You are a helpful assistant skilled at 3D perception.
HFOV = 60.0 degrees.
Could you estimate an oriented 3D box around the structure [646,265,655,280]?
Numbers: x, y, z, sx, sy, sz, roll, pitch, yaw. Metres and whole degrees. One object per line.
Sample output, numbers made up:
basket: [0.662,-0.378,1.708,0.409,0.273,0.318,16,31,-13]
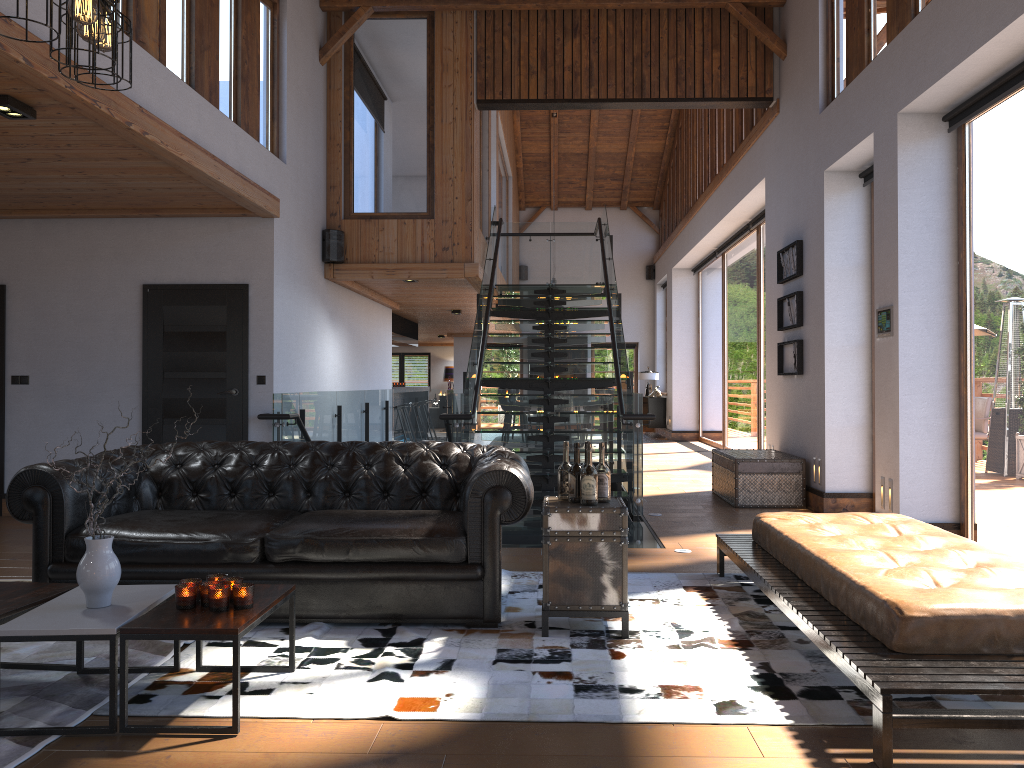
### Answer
structure: [3.355,-2.699,21.481,0.213,0.349,0.214,0,-1,2]

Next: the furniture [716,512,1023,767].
furniture: [1.767,0.953,4.042,1.174,0.437,2.761,0,0,3]

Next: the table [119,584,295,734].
table: [-1.095,0.990,3.279,0.400,0.350,0.651,0,0,2]

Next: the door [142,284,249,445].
door: [-2.797,0.145,7.843,0.940,2.056,0.144,0,-1,1]

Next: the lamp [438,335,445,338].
lamp: [-1.784,-1.204,22.397,0.155,0.068,0.261,0,0,2]

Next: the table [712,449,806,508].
table: [2.464,0.935,8.965,0.683,0.470,1.255,0,0,2]

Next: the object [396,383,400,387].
object: [-2.336,0.013,18.113,0.080,0.081,0.078,0,0,-43]

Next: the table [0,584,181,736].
table: [-1.534,0.989,3.265,0.401,0.350,0.649,0,0,-3]

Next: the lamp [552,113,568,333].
lamp: [0.861,-3.213,18.152,0.629,4.685,0.614,1,-1,-43]

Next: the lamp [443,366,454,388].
lamp: [-1.289,0.320,26.730,1.641,1.699,0.519,0,-1,-20]

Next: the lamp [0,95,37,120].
lamp: [-2.708,-1.495,4.772,0.155,0.068,0.261,0,0,2]

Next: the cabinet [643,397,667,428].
cabinet: [3.193,0.627,20.143,0.402,0.655,1.868,0,0,3]

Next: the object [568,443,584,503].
object: [0.312,0.424,4.263,0.088,0.286,0.087,0,-1,-20]

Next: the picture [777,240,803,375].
picture: [2.820,-0.746,9.003,0.059,1.312,0.774,0,-1,3]

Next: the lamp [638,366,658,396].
lamp: [3.183,-0.063,20.687,0.468,0.726,0.472,0,-1,11]

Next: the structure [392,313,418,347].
structure: [-2.344,-0.997,16.439,0.710,0.476,3.253,0,0,3]

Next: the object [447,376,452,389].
object: [-1.558,0.031,22.183,0.151,0.504,0.325,0,-1,2]

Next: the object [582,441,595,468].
object: [0.370,0.424,4.343,0.086,0.286,0.089,-1,-1,42]

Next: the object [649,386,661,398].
object: [3.157,0.171,19.605,0.182,0.262,0.495,0,0,-29]

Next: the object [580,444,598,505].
object: [0.363,0.424,4.180,0.087,0.286,0.088,0,-1,12]

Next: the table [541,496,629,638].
table: [0.345,0.868,4.262,0.405,0.609,0.418,0,0,2]

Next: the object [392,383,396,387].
object: [-2.354,0.014,17.746,0.080,0.081,0.078,0,0,-43]

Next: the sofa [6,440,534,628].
sofa: [-1.158,0.752,4.817,2.565,0.838,1.240,0,0,1]

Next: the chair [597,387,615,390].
chair: [1.694,0.611,17.056,0.571,1.092,0.501,0,-1,-14]

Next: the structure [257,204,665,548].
structure: [2.463,0.778,11.573,9.204,6.399,11.033,0,0,2]

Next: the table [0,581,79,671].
table: [-1.988,0.989,3.312,0.399,0.350,0.652,0,0,7]

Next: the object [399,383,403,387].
object: [-2.318,0.013,18.479,0.080,0.081,0.078,0,0,-43]

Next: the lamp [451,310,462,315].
lamp: [-0.919,-1.198,14.748,0.155,0.068,0.261,0,0,2]

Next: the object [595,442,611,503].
object: [0.432,0.424,4.276,0.087,0.286,0.088,0,-1,15]

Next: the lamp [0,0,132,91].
lamp: [-1.310,-2.050,2.711,0.262,2.202,0.800,0,-1,-6]

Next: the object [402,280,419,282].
object: [-1.151,-1.195,10.007,0.155,0.068,0.261,0,0,2]

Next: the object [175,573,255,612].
object: [-1.097,0.774,3.264,0.298,0.081,0.249,0,0,41]

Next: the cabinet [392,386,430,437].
cabinet: [-2.325,0.607,16.605,0.888,1.104,4.804,0,0,3]

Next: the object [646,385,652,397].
object: [3.147,0.156,20.162,0.150,0.288,0.500,0,0,3]

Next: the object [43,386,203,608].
object: [-1.493,0.410,3.297,0.404,0.808,0.623,0,0,13]

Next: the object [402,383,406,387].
object: [-2.300,0.013,18.845,0.080,0.081,0.078,0,0,-43]

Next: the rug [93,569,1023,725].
rug: [0.483,1.145,4.271,3.804,0.053,2.434,0,0,3]

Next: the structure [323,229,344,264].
structure: [-1.919,-1.474,9.517,0.213,0.349,0.214,0,-1,2]

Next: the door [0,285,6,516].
door: [-4.976,0.145,7.897,0.940,2.056,0.144,0,-1,1]

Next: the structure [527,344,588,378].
structure: [1.097,-0.307,21.390,1.443,1.650,0.433,0,-1,2]

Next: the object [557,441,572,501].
object: [0.267,0.424,4.350,0.088,0.286,0.086,0,-1,-21]

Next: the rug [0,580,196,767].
rug: [-2.697,1.146,3.246,2.429,0.053,4.048,0,0,3]

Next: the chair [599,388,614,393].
chair: [1.589,0.621,16.238,0.566,1.092,0.506,0,-1,11]
